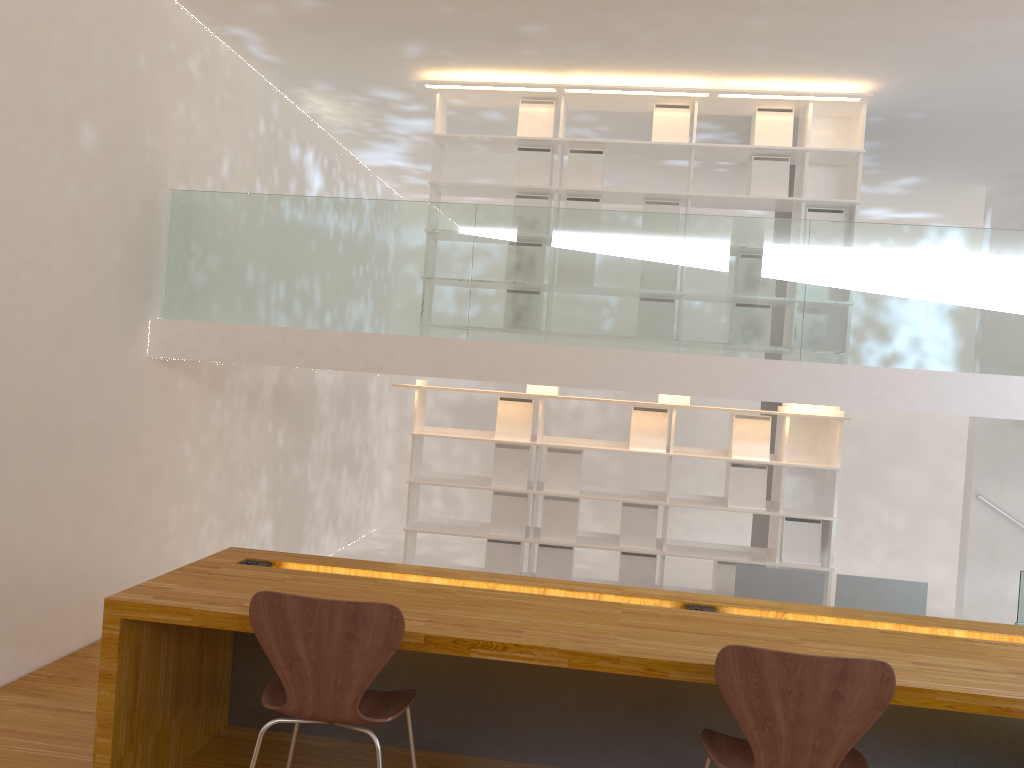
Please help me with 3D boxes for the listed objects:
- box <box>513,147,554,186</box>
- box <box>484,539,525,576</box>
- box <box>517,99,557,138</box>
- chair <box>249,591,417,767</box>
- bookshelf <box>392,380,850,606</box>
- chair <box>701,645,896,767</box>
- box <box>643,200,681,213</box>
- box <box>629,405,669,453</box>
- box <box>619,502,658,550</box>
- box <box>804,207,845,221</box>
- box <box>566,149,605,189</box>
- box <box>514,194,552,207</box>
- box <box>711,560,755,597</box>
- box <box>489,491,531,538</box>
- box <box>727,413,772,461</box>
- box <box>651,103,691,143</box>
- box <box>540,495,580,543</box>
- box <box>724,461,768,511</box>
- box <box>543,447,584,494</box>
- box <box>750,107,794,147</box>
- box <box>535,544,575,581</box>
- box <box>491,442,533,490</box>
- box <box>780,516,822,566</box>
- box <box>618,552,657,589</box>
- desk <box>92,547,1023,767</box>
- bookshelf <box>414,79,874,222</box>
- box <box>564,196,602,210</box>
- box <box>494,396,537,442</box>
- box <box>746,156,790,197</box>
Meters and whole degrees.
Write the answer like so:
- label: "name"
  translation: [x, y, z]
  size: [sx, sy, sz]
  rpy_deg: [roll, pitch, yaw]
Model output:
- label: "box"
  translation: [0.152, -1.488, 6.203]
  size: [0.245, 0.296, 0.274]
  rpy_deg: [4, 0, 7]
- label: "box"
  translation: [-0.054, 1.222, 6.214]
  size: [0.245, 0.296, 0.274]
  rpy_deg: [4, 0, 7]
- label: "box"
  translation: [0.176, -1.815, 6.202]
  size: [0.245, 0.296, 0.274]
  rpy_deg: [4, 0, 7]
- label: "chair"
  translation: [-0.453, 0.861, 2.316]
  size: [0.428, 0.693, 0.381]
  rpy_deg: [4, 0, 7]
- label: "bookshelf"
  translation: [0.638, 0.958, 6.060]
  size: [2.984, 1.836, 0.498]
  rpy_deg: [4, 0, 7]
- label: "chair"
  translation: [0.650, 0.941, 2.141]
  size: [0.428, 0.693, 0.381]
  rpy_deg: [4, 0, 7]
- label: "box"
  translation: [1.019, -1.096, 6.094]
  size: [0.245, 0.296, 0.274]
  rpy_deg: [4, 0, 7]
- label: "box"
  translation: [0.939, 0.305, 6.093]
  size: [0.245, 0.296, 0.274]
  rpy_deg: [4, 0, 7]
- label: "box"
  translation: [0.870, 0.960, 6.101]
  size: [0.245, 0.296, 0.274]
  rpy_deg: [4, 0, 7]
- label: "box"
  translation: [2.082, -1.018, 5.961]
  size: [0.245, 0.296, 0.274]
  rpy_deg: [4, 0, 7]
- label: "box"
  translation: [0.510, -1.461, 6.159]
  size: [0.245, 0.296, 0.274]
  rpy_deg: [4, 0, 7]
- label: "box"
  translation: [0.138, -1.160, 6.203]
  size: [0.245, 0.296, 0.274]
  rpy_deg: [4, 0, 7]
- label: "box"
  translation: [1.500, 1.335, 6.020]
  size: [0.245, 0.296, 0.274]
  rpy_deg: [4, 0, 7]
- label: "box"
  translation: [-0.010, 0.896, 6.210]
  size: [0.245, 0.296, 0.274]
  rpy_deg: [4, 0, 7]
- label: "box"
  translation: [1.611, 0.356, 6.012]
  size: [0.245, 0.296, 0.274]
  rpy_deg: [4, 0, 7]
- label: "box"
  translation: [1.088, -1.750, 6.086]
  size: [0.245, 0.296, 0.274]
  rpy_deg: [4, 0, 7]
- label: "box"
  translation: [0.338, 0.921, 6.167]
  size: [0.245, 0.296, 0.274]
  rpy_deg: [4, 0, 7]
- label: "box"
  translation: [1.586, 0.682, 6.013]
  size: [0.245, 0.296, 0.274]
  rpy_deg: [4, 0, 7]
- label: "box"
  translation: [0.362, 0.594, 6.166]
  size: [0.245, 0.296, 0.274]
  rpy_deg: [4, 0, 7]
- label: "box"
  translation: [1.759, -1.700, 6.005]
  size: [0.245, 0.296, 0.274]
  rpy_deg: [4, 0, 7]
- label: "box"
  translation: [0.301, 1.248, 6.170]
  size: [0.245, 0.296, 0.274]
  rpy_deg: [4, 0, 7]
- label: "box"
  translation: [0.003, 0.567, 6.210]
  size: [0.245, 0.296, 0.274]
  rpy_deg: [4, 0, 7]
- label: "box"
  translation: [1.934, 1.037, 5.968]
  size: [0.245, 0.296, 0.274]
  rpy_deg: [4, 0, 7]
- label: "box"
  translation: [0.861, 1.289, 6.100]
  size: [0.245, 0.296, 0.274]
  rpy_deg: [4, 0, 7]
- label: "desk"
  translation: [0.577, 1.138, 2.765]
  size: [3.236, 0.918, 1.285]
  rpy_deg: [4, 0, 7]
- label: "bookshelf"
  translation: [0.786, -1.097, 6.053]
  size: [2.984, 1.836, 0.498]
  rpy_deg: [4, 0, 7]
- label: "box"
  translation: [0.486, -1.134, 6.160]
  size: [0.245, 0.296, 0.274]
  rpy_deg: [4, 0, 7]
- label: "box"
  translation: [0.027, 0.240, 6.209]
  size: [0.245, 0.296, 0.274]
  rpy_deg: [4, 0, 7]
- label: "box"
  translation: [1.734, -1.373, 6.007]
  size: [0.245, 0.296, 0.274]
  rpy_deg: [4, 0, 7]
